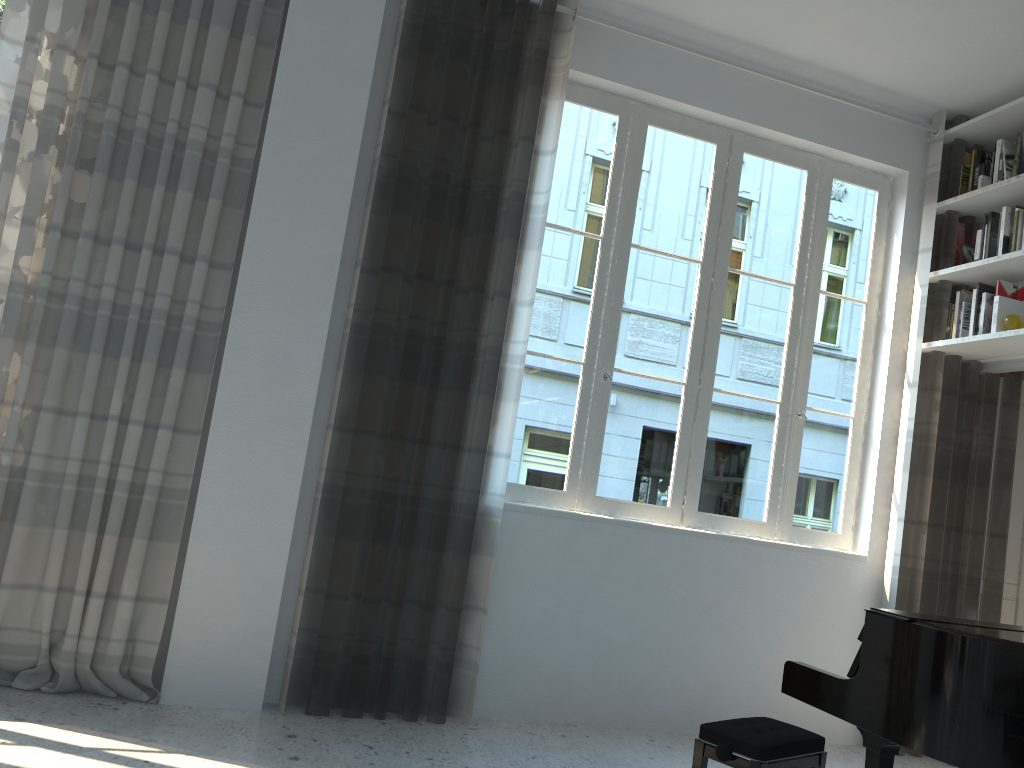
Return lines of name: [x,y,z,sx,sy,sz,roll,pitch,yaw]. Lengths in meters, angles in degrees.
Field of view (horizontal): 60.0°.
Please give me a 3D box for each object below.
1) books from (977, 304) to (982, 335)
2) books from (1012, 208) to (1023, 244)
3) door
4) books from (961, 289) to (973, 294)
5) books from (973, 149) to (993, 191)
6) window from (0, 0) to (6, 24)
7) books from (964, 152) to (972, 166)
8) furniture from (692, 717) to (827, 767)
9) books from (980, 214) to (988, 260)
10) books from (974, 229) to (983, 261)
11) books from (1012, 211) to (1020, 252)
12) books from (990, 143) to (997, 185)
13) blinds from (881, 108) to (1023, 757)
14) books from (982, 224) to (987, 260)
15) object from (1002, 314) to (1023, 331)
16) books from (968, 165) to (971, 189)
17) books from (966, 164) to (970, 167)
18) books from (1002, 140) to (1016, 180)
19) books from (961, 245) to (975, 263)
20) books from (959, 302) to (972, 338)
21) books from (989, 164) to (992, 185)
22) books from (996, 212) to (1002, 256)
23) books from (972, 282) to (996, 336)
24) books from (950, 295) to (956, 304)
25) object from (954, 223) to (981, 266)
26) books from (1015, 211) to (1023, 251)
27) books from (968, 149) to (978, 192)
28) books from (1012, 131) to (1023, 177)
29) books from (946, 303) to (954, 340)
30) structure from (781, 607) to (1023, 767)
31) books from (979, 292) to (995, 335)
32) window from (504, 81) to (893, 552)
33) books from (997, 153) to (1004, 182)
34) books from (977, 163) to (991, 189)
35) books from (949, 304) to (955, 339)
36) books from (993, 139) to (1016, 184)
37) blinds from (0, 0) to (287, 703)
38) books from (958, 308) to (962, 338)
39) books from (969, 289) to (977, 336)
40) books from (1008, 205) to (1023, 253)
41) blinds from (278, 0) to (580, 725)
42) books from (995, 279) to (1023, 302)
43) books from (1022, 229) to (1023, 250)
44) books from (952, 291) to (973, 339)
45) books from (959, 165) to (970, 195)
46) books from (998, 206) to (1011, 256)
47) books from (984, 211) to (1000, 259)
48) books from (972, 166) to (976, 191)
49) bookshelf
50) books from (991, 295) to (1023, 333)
books: [2.343,-0.279,4.305,0.181,0.192,0.024,11,-6,-17]
books: [2.445,-0.686,4.206,0.162,0.268,0.013,11,-6,-17]
door: [2.729,0.914,4.276,0.787,1.978,0.834,10,-6,-17]
books: [2.318,-0.317,4.488,0.135,0.302,0.013,10,-6,-17]
books: [2.418,-1.032,4.481,0.177,0.269,0.025,11,-6,-17]
window: [2.412,-5.513,21.604,18.539,18.516,32.832,10,-7,-13]
books: [2.395,-1.040,4.610,0.180,0.307,0.012,11,-6,-17]
furniture: [0.787,1.269,2.836,0.468,0.353,0.240,14,-8,-41]
books: [2.398,-0.685,4.403,0.162,0.296,0.011,11,-6,-17]
books: [2.383,-0.645,4.420,0.166,0.217,0.034,11,-6,-17]
books: [2.447,-0.677,4.193,0.192,0.248,0.012,11,-6,-17]
books: [2.451,-1.041,4.412,0.160,0.281,0.010,11,-6,-17]
blinds: [2.322,0.244,4.543,0.776,3.227,0.140,10,-6,-17]
books: [2.392,-0.656,4.356,0.171,0.228,0.023,11,-6,-17]
object: [2.338,-0.282,4.138,0.087,0.087,0.087,5,-7,32]
books: [2.407,-1.003,4.542,0.151,0.223,0.023,11,-6,-17]
books: [2.406,-1.006,4.599,0.151,0.241,0.011,11,-6,-17]
books: [2.465,-1.042,4.306,0.191,0.262,0.057,11,-6,-17]
books: [2.366,-0.617,4.495,0.129,0.175,0.121,11,-6,-17]
books: [2.309,-0.285,4.417,0.181,0.220,0.010,11,-6,-17]
books: [2.454,-0.995,4.432,0.145,0.195,0.031,11,-6,-17]
books: [2.428,-0.686,4.319,0.132,0.288,0.028,10,-6,-17]
books: [2.332,-0.331,4.324,0.187,0.296,0.013,11,-6,-17]
books: [2.272,-0.306,4.513,0.188,0.272,0.011,11,-6,-17]
object: [2.338,-0.675,4.559,0.176,0.295,0.035,11,-6,-17]
books: [2.452,-0.676,4.177,0.174,0.243,0.022,11,-6,-17]
books: [2.408,-1.037,4.525,0.175,0.285,0.014,11,-6,-17]
books: [2.496,-1.052,4.265,0.182,0.282,0.039,11,-6,-17]
books: [2.282,-0.283,4.502,0.179,0.228,0.013,11,-6,-17]
structure: [1.672,1.050,1.829,1.335,0.832,1.919,11,-7,-17]
books: [2.339,-0.306,4.271,0.189,0.236,0.021,11,-6,-17]
window: [0.957,-0.290,4.318,1.984,2.006,0.073,11,-6,-17]
books: [2.456,-1.011,4.337,0.175,0.206,0.030,11,-6,-17]
books: [2.421,-0.993,4.452,0.182,0.186,0.028,11,-6,-17]
books: [2.287,-0.281,4.490,0.162,0.222,0.013,11,-6,-17]
books: [2.463,-1.045,4.371,0.189,0.283,0.028,11,-6,-17]
blinds: [-1.558,-0.507,3.353,1.026,3.257,0.183,11,-6,-17]
books: [2.309,-0.271,4.436,0.160,0.197,0.029,11,-6,-17]
books: [2.335,-0.316,4.379,0.156,0.281,0.022,11,-6,-17]
books: [2.447,-0.694,4.234,0.155,0.291,0.037,11,-6,-17]
blinds: [-0.308,-0.251,3.739,0.776,3.227,0.140,10,-6,-17]
books: [2.377,-0.335,4.236,0.179,0.298,0.013,11,-6,-17]
books: [2.462,-0.687,4.145,0.167,0.260,0.025,11,-6,-17]
books: [2.300,-0.312,4.463,0.170,0.281,0.023,11,-6,-17]
books: [2.383,-1.000,4.578,0.188,0.219,0.014,11,-6,-17]
books: [2.420,-0.693,4.255,0.179,0.285,0.021,11,-6,-17]
books: [2.398,-0.685,4.336,0.186,0.282,0.023,11,-6,-17]
books: [2.410,-0.993,4.502,0.167,0.194,0.024,11,-6,-17]
bookshelf: [3.055,0.073,1.558,0.330,3.138,6.301,10,-7,-17]
books: [2.364,-0.296,4.208,0.187,0.211,0.029,11,-6,-17]
